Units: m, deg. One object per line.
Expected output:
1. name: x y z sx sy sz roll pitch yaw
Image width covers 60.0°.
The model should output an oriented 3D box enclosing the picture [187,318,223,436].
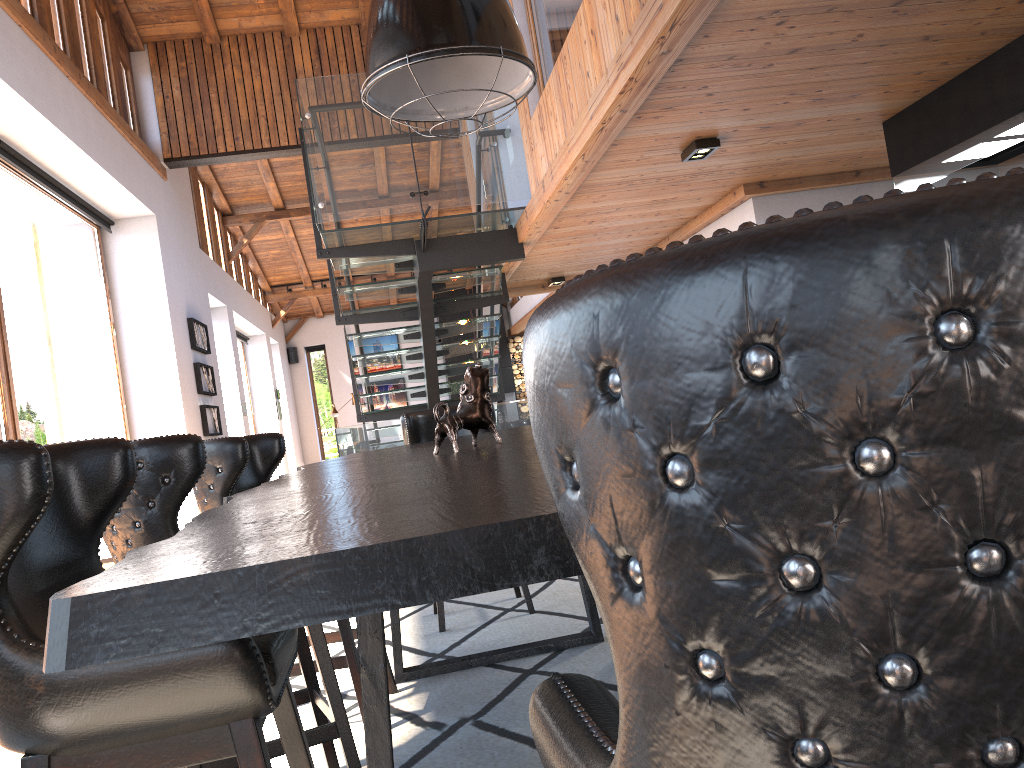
1. picture: -3.491 -0.061 10.096 0.059 1.312 0.771 -9 -2 -8

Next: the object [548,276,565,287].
1. object: 0.492 -1.147 9.868 0.156 0.068 0.260 -9 -2 -8

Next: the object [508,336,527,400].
1. object: 0.282 0.244 19.770 0.496 2.613 0.464 -9 -2 -9

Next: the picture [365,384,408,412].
1. picture: -2.755 0.322 19.548 0.883 0.816 0.036 -9 -2 -9

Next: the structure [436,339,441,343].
1. structure: -1.713 -1.080 19.716 0.214 0.349 0.213 -9 -2 -8

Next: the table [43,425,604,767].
1. table: 0.045 0.643 2.609 1.435 0.950 3.781 -9 -2 -8

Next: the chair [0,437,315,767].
1. chair: -0.588 0.616 1.418 0.571 1.092 0.502 -9 -2 -10

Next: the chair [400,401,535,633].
1. chair: -0.250 0.653 4.576 0.506 1.092 0.565 -9 -2 -9

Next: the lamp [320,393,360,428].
1. lamp: -3.483 1.151 18.228 0.524 1.899 1.329 -9 -2 13

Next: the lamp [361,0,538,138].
1. lamp: -0.557 -3.210 3.206 0.614 4.686 0.629 -10 -3 37

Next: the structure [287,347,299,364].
1. structure: -4.752 -0.617 19.221 0.214 0.349 0.213 -9 -2 -8

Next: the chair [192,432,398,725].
1. chair: -0.801 0.709 3.179 0.568 1.092 0.504 -9 -2 0

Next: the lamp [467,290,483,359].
1. lamp: -0.772 -1.615 17.075 0.263 2.202 0.796 -8 -2 -17

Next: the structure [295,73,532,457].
1. structure: -2.451 1.250 7.571 9.247 6.401 10.979 -9 -2 -8

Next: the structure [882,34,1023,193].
1. structure: 2.821 -1.481 3.788 0.713 0.476 3.237 -9 -2 -8

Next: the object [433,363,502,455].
1. object: -0.146 0.071 2.567 0.114 0.253 0.224 -11 -3 44

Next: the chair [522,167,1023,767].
1. chair: 0.319 0.450 0.611 0.506 1.092 0.565 -9 -2 -9

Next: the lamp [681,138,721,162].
1. lamp: 1.100 -1.376 5.189 0.156 0.068 0.260 -9 -2 -8

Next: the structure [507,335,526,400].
1. structure: 0.289 0.236 19.762 0.504 2.618 0.510 -9 -2 -8

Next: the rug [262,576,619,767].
1. rug: 0.134 1.099 2.920 2.561 0.047 5.608 -9 -2 -8

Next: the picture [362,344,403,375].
1. picture: -2.909 -0.661 19.586 0.883 0.816 0.036 -9 -2 -9

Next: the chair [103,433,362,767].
1. chair: -0.760 0.670 2.360 0.574 1.092 0.499 -8 -2 -25
